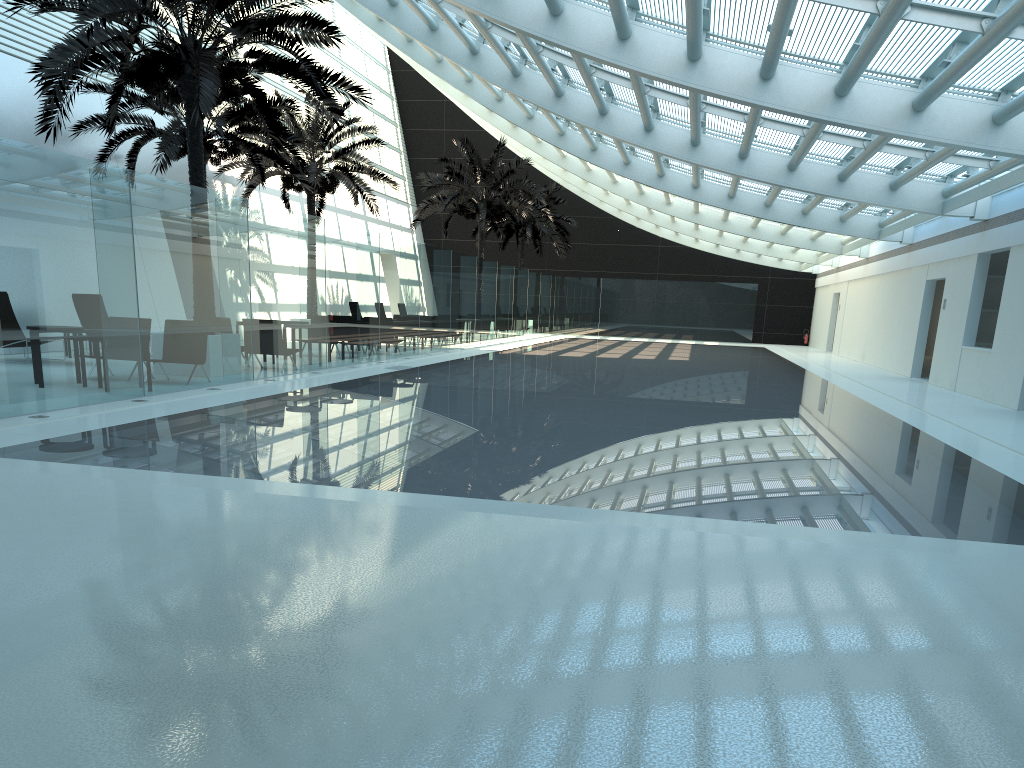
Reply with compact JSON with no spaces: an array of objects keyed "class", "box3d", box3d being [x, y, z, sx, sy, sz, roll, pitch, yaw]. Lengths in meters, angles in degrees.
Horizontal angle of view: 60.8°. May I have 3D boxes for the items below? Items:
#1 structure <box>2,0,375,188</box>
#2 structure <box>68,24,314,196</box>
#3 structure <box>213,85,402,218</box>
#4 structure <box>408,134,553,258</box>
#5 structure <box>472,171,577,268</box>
[{"class":"structure","box3d":[-4.980,-3.679,13.320,4.761,7.267,4.339,9,14,29]},{"class":"structure","box3d":[-6.914,-4.222,19.374,4.643,7.075,4.121,0,13,-10]},{"class":"structure","box3d":[-5.894,-4.736,25.123,4.569,7.137,4.191,-9,17,-44]},{"class":"structure","box3d":[-1.095,-5.183,31.565,4.818,7.268,4.285,3,12,5]},{"class":"structure","box3d":[0.586,-5.822,39.322,4.458,7.266,4.633,0,12,-10]}]
